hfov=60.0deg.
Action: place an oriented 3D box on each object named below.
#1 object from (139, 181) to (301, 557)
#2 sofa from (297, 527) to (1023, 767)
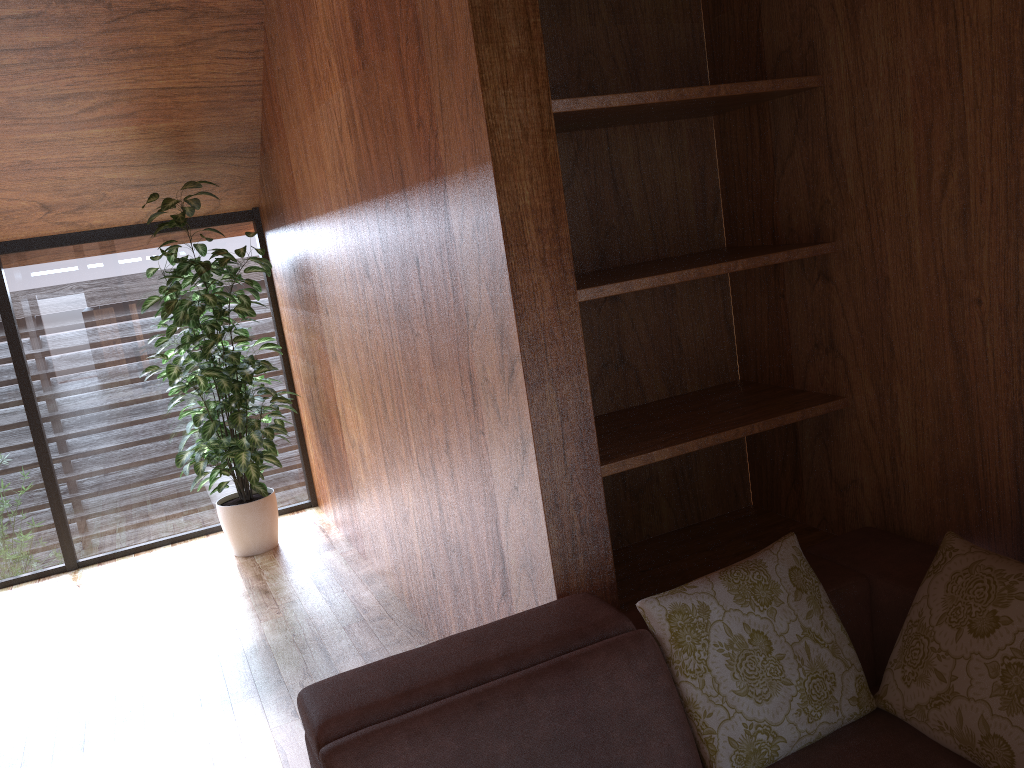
[{"bbox_3d":[-1.298,-0.054,3.975,0.640,1.692,0.675,-12,11,-15],"label":"object"},{"bbox_3d":[0.624,0.739,0.742,1.708,0.761,2.488,-13,11,-22],"label":"sofa"}]
